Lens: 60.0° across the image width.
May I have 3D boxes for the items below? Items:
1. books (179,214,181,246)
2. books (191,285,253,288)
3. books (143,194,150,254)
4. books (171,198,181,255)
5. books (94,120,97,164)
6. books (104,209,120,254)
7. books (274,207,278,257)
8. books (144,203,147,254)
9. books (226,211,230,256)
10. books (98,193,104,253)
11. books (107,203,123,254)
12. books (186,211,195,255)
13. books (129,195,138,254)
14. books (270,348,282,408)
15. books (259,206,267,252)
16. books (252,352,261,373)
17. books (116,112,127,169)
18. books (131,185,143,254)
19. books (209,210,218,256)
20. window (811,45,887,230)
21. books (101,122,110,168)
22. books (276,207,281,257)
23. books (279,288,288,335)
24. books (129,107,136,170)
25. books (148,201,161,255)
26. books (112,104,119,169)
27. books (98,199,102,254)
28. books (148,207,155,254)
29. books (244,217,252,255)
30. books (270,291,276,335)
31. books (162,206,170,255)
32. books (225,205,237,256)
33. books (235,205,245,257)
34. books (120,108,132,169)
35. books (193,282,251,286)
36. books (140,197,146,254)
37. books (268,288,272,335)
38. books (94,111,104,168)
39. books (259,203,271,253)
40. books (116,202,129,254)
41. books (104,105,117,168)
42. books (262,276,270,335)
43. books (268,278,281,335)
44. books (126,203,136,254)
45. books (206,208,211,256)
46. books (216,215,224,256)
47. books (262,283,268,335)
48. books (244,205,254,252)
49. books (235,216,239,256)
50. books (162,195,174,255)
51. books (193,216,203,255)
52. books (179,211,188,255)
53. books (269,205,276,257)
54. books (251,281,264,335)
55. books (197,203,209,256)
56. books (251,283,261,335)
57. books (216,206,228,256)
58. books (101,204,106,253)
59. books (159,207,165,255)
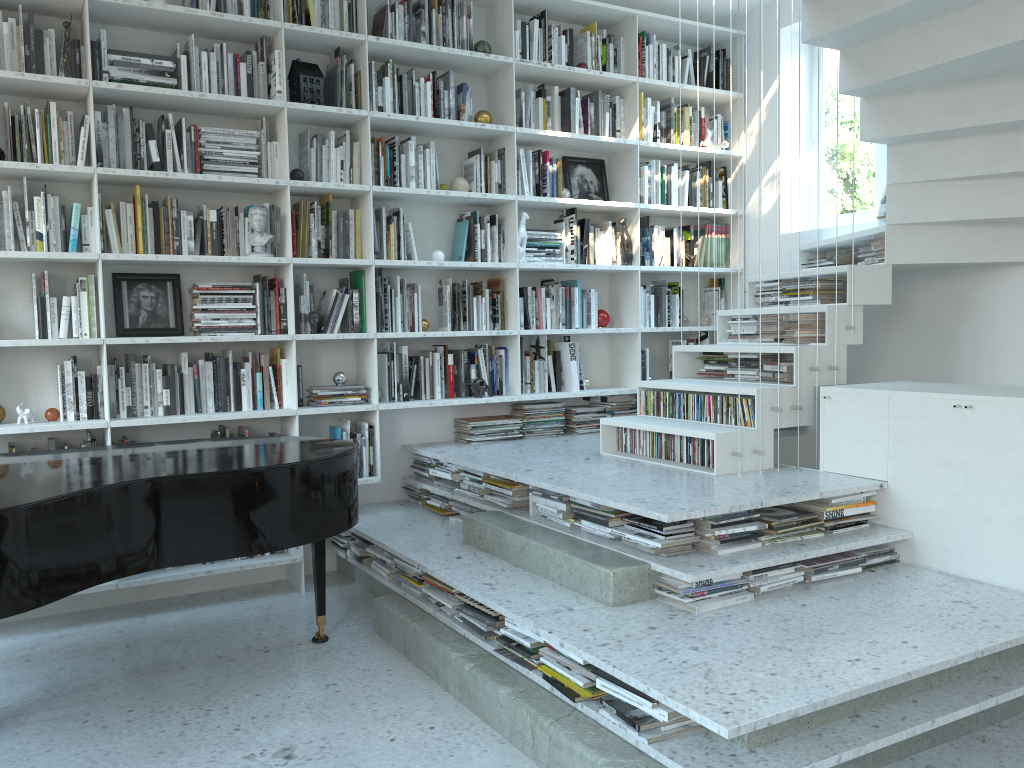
[{"bbox_3d":[-1.590,-0.719,4.206,0.011,0.252,0.130,-3,5,-29],"label":"books"},{"bbox_3d":[-1.412,-0.470,4.312,0.254,0.012,0.161,-3,4,-32],"label":"books"},{"bbox_3d":[-1.702,-0.726,4.117,0.010,0.281,0.170,-3,5,-29],"label":"books"},{"bbox_3d":[-1.594,-0.725,4.173,0.027,0.268,0.189,-3,5,-29],"label":"books"},{"bbox_3d":[-1.895,-1.072,4.009,0.012,0.254,0.160,-3,5,-29],"label":"books"},{"bbox_3d":[-1.832,-0.683,4.048,0.053,0.209,0.156,-3,5,-29],"label":"books"},{"bbox_3d":[-1.198,-0.744,4.425,0.014,0.261,0.137,-3,5,-29],"label":"books"},{"bbox_3d":[-1.719,-0.708,4.129,0.010,0.245,0.149,-3,5,-29],"label":"books"},{"bbox_3d":[-1.404,-0.718,4.316,0.025,0.230,0.143,-3,5,-29],"label":"books"},{"bbox_3d":[-1.883,-0.719,4.048,0.010,0.282,0.140,-3,5,-29],"label":"books"},{"bbox_3d":[-1.822,-0.701,4.066,0.042,0.242,0.162,-3,5,-29],"label":"books"},{"bbox_3d":[-1.545,-0.702,4.219,0.030,0.215,0.168,-3,5,-29],"label":"books"},{"bbox_3d":[-1.759,-0.726,4.119,0.010,0.284,0.136,-3,5,-29],"label":"books"},{"bbox_3d":[-1.191,-0.032,4.472,0.011,0.300,0.149,-3,5,-29],"label":"books"},{"bbox_3d":[-1.245,-0.741,4.391,0.025,0.260,0.130,-3,5,-29],"label":"books"},{"bbox_3d":[-1.273,-0.019,4.436,0.010,0.284,0.131,-3,5,-29],"label":"books"},{"bbox_3d":[-1.789,-1.082,4.046,0.025,0.266,0.185,-3,5,-29],"label":"books"},{"bbox_3d":[-1.727,-0.742,4.086,0.014,0.318,0.187,-3,5,-29],"label":"books"},{"bbox_3d":[-1.449,-0.711,4.259,0.029,0.224,0.185,-3,4,-29],"label":"books"},{"bbox_3d":[2.136,-1.520,5.041,0.042,1.227,1.117,-3,4,-29],"label":"window"},{"bbox_3d":[-1.858,-1.061,4.036,0.027,0.228,0.147,-3,5,-29],"label":"books"},{"bbox_3d":[-1.185,-0.747,4.440,0.023,0.265,0.107,-3,5,-29],"label":"books"},{"bbox_3d":[-1.167,-0.361,4.437,0.034,0.229,0.199,-3,4,-29],"label":"books"},{"bbox_3d":[-1.753,-1.102,4.076,0.011,0.300,0.179,-3,5,-29],"label":"books"},{"bbox_3d":[-1.679,-0.718,4.164,0.028,0.259,0.134,-3,5,-29],"label":"books"},{"bbox_3d":[-1.819,-1.105,4.057,0.014,0.313,0.133,-3,5,-29],"label":"books"},{"bbox_3d":[-1.888,-0.704,4.035,0.012,0.254,0.160,-3,5,-29],"label":"books"},{"bbox_3d":[-1.698,-0.702,4.147,0.024,0.228,0.147,-3,5,-29],"label":"books"},{"bbox_3d":[-1.311,-0.708,4.357,0.035,0.201,0.149,-3,5,-29],"label":"books"},{"bbox_3d":[-1.213,-0.355,4.443,0.021,0.217,0.132,-3,5,-29],"label":"books"},{"bbox_3d":[-1.638,-0.708,4.173,0.025,0.236,0.137,-3,5,-29],"label":"books"},{"bbox_3d":[-1.373,-0.733,4.311,0.025,0.259,0.150,-3,5,-29],"label":"books"},{"bbox_3d":[-1.338,-0.736,4.342,0.024,0.259,0.126,-3,5,-29],"label":"books"},{"bbox_3d":[-1.774,-1.098,4.073,0.029,0.295,0.151,-3,5,-29],"label":"books"},{"bbox_3d":[-1.411,-0.482,4.310,0.254,0.012,0.160,-3,4,-25],"label":"books"},{"bbox_3d":[-1.714,-0.717,4.094,0.015,0.267,0.189,-3,5,-29],"label":"books"},{"bbox_3d":[-1.229,-0.362,4.436,0.013,0.233,0.134,-3,5,-29],"label":"books"},{"bbox_3d":[-1.874,-1.078,4.008,0.026,0.267,0.170,-3,5,-29],"label":"books"},{"bbox_3d":[-1.229,-0.752,4.412,0.025,0.279,0.108,-3,5,-29],"label":"books"},{"bbox_3d":[-1.797,-0.706,4.091,0.026,0.248,0.139,-3,5,-29],"label":"books"},{"bbox_3d":[-1.827,-1.096,4.031,0.026,0.297,0.179,-3,5,-29],"label":"books"},{"bbox_3d":[-1.236,-0.389,4.422,0.011,0.288,0.152,-3,5,-29],"label":"books"},{"bbox_3d":[-1.192,-0.386,4.433,0.011,0.280,0.186,-3,5,-29],"label":"books"},{"bbox_3d":[-1.770,-0.703,4.100,0.029,0.240,0.155,-3,5,-29],"label":"books"},{"bbox_3d":[-1.471,-0.715,4.258,0.010,0.234,0.174,-3,5,-29],"label":"books"},{"bbox_3d":[-1.425,-0.701,4.276,0.029,0.200,0.178,-3,4,-29],"label":"books"},{"bbox_3d":[-1.247,-0.372,4.418,0.013,0.256,0.162,-3,5,-29],"label":"books"},{"bbox_3d":[-1.295,-0.740,4.374,0.014,0.263,0.135,-3,5,-29],"label":"books"},{"bbox_3d":[-1.361,-0.709,4.338,0.022,0.207,0.114,-3,5,-29],"label":"books"},{"bbox_3d":[-1.619,-0.732,4.175,0.013,0.284,0.176,-3,5,-29],"label":"books"},{"bbox_3d":[-1.516,-0.696,4.250,0.050,0.199,0.145,-3,5,-29],"label":"books"},{"bbox_3d":[-1.568,-0.702,4.205,0.024,0.216,0.175,-3,4,-29],"label":"books"},{"bbox_3d":[-1.204,-0.746,4.408,0.014,0.266,0.153,-3,5,-29],"label":"books"},{"bbox_3d":[-1.261,-0.373,4.397,0.011,0.261,0.184,-3,5,-29],"label":"books"},{"bbox_3d":[-1.484,-0.727,4.255,0.014,0.259,0.161,-3,5,-29],"label":"books"},{"bbox_3d":[-1.273,-0.369,4.394,0.012,0.254,0.160,-3,5,-29],"label":"books"},{"bbox_3d":[-1.402,-0.723,4.275,0.012,0.245,0.185,-3,5,-29],"label":"books"},{"bbox_3d":[-1.873,-0.696,4.053,0.011,0.235,0.141,-3,5,-29],"label":"books"},{"bbox_3d":[-1.651,-0.703,4.158,0.012,0.228,0.169,-3,5,-29],"label":"books"}]
